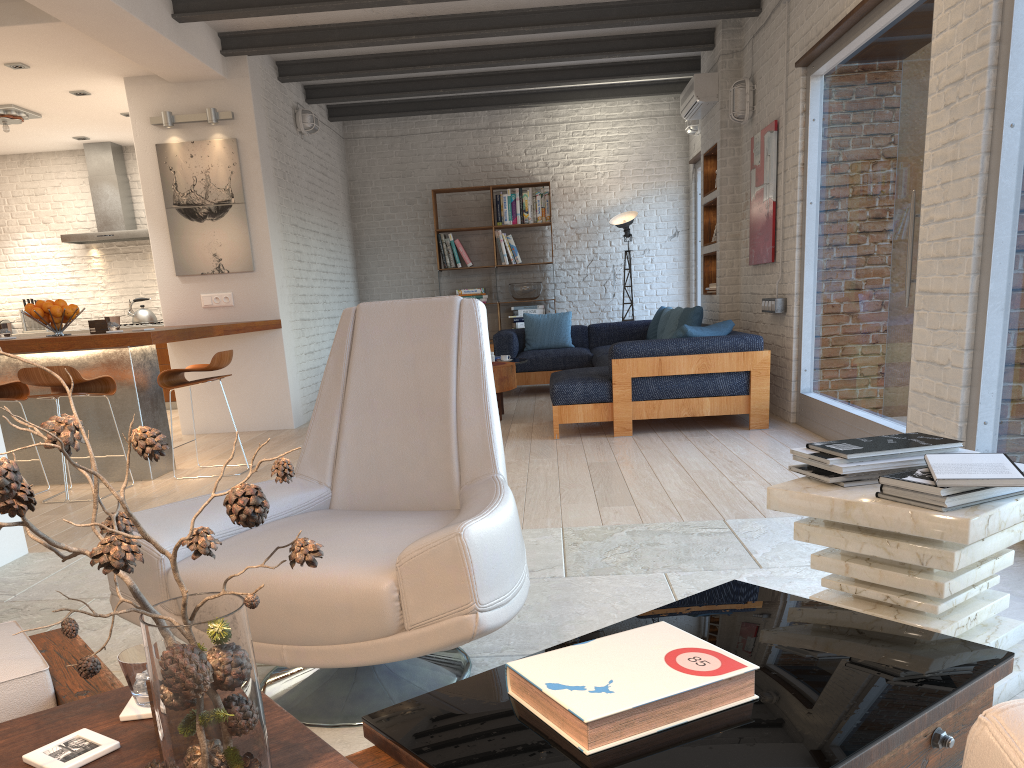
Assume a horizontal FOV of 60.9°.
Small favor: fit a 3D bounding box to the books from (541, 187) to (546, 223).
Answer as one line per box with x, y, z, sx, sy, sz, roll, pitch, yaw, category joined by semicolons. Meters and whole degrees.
0.353;-2.019;9.880;0.036;0.398;0.234;-3;13;3;books

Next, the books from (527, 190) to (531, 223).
0.195;-1.997;9.892;0.021;0.372;0.261;-3;12;3;books

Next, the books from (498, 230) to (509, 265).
-0.095;-1.560;10.013;0.103;0.398;0.234;-3;13;3;books

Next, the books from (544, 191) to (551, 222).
0.405;-1.996;9.901;0.055;0.342;0.244;-3;12;3;books

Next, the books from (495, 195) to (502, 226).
-0.144;-1.964;9.923;0.055;0.342;0.244;-3;12;3;books

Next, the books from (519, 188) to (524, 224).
0.109;-2.005;9.893;0.036;0.398;0.234;-3;13;3;books

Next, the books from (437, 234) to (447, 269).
-0.792;-1.524;10.058;0.091;0.399;0.234;-3;13;3;books

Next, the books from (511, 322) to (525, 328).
0.204;-0.700;10.232;0.378;0.067;0.237;-5;7;-10;books

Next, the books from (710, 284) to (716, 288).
1.893;-0.911;8.055;0.132;0.035;0.199;-2;6;13;books

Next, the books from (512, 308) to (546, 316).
0.194;-0.844;10.212;0.379;0.067;0.236;-4;6;-3;books

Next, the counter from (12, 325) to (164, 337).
-4.592;-0.455;8.461;3.523;0.072;3.219;-3;6;3;counter

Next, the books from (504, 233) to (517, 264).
-0.019;-1.549;10.032;0.125;0.362;0.261;-3;12;3;books

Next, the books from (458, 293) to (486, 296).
-0.480;-1.039;10.181;0.356;0.021;0.263;-3;6;1;books

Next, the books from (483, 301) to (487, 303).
-0.474;-0.944;10.200;0.356;0.021;0.263;-3;6;3;books

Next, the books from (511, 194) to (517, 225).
0.027;-1.974;9.914;0.055;0.342;0.244;-3;12;3;books

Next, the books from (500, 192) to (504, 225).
-0.106;-1.981;9.916;0.021;0.372;0.261;-3;12;3;books

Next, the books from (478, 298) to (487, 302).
-0.485;-0.972;10.187;0.379;0.038;0.236;-4;6;-2;books

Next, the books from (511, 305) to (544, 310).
0.186;-0.895;10.194;0.380;0.038;0.236;-3;6;3;books

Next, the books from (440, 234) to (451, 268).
-0.755;-1.528;10.064;0.091;0.399;0.234;-3;13;3;books

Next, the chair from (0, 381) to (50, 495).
-3.109;0.304;5.141;0.405;0.804;0.405;-3;13;3;chair

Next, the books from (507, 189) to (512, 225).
-0.022;-1.998;9.895;0.036;0.398;0.234;-3;13;3;books

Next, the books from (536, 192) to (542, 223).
0.307;-1.988;9.885;0.055;0.342;0.244;-3;12;3;books

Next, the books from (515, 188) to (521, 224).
0.071;-2.002;9.885;0.036;0.398;0.234;-3;13;3;books

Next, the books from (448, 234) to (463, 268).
-0.648;-1.530;10.047;0.121;0.396;0.234;-3;13;3;books

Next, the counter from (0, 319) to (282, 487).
-2.792;0.094;6.257;1.686;0.953;2.410;-3;7;3;counter

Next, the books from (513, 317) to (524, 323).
0.172;-0.759;10.206;0.326;0.057;0.246;-4;6;-2;books

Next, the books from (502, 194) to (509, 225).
-0.067;-1.967;9.901;0.055;0.342;0.244;-3;12;3;books

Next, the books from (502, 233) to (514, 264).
-0.041;-1.547;10.024;0.125;0.362;0.261;-3;12;3;books

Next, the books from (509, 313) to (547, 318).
0.187;-0.799;10.207;0.444;0.021;0.263;-3;6;3;books

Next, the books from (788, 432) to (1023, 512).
0.968;0.202;2.031;0.387;0.082;0.551;-5;6;-13;books

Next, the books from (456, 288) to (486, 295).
-0.474;-1.078;10.168;0.327;0.057;0.246;-3;6;5;books

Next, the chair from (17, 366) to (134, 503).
-2.572;0.274;5.113;0.405;0.804;0.405;-3;13;3;chair

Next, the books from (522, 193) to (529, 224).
0.156;-1.979;9.883;0.055;0.342;0.244;-3;12;3;books

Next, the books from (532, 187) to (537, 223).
0.260;-2.014;9.885;0.036;0.398;0.234;-3;13;3;books

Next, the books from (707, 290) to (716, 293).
1.887;-0.858;8.075;0.162;0.018;0.243;-2;6;13;books

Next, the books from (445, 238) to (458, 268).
-0.701;-1.507;10.086;0.102;0.346;0.244;-3;12;3;books

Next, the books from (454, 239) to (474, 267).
-0.554;-1.507;10.073;0.195;0.331;0.245;-3;12;3;books

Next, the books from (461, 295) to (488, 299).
-0.476;-1.009;10.170;0.379;0.038;0.236;-4;6;-3;books

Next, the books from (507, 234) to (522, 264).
0.029;-1.542;10.018;0.158;0.341;0.244;-3;12;3;books

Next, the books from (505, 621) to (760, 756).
0.192;0.485;1.428;0.323;0.058;0.249;-7;7;-27;books

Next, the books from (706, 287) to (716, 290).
1.893;-0.884;8.056;0.171;0.019;0.228;-3;6;5;books

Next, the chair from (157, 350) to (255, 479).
-1.946;0.186;5.598;0.423;0.804;0.387;-3;13;3;chair

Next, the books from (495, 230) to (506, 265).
-0.132;-1.561;10.037;0.101;0.398;0.234;-3;13;3;books

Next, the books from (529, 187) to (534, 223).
0.223;-2.013;9.900;0.036;0.398;0.234;-3;13;3;books

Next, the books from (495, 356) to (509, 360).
-0.172;-0.247;8.409;0.227;0.023;0.160;-8;8;-39;books
